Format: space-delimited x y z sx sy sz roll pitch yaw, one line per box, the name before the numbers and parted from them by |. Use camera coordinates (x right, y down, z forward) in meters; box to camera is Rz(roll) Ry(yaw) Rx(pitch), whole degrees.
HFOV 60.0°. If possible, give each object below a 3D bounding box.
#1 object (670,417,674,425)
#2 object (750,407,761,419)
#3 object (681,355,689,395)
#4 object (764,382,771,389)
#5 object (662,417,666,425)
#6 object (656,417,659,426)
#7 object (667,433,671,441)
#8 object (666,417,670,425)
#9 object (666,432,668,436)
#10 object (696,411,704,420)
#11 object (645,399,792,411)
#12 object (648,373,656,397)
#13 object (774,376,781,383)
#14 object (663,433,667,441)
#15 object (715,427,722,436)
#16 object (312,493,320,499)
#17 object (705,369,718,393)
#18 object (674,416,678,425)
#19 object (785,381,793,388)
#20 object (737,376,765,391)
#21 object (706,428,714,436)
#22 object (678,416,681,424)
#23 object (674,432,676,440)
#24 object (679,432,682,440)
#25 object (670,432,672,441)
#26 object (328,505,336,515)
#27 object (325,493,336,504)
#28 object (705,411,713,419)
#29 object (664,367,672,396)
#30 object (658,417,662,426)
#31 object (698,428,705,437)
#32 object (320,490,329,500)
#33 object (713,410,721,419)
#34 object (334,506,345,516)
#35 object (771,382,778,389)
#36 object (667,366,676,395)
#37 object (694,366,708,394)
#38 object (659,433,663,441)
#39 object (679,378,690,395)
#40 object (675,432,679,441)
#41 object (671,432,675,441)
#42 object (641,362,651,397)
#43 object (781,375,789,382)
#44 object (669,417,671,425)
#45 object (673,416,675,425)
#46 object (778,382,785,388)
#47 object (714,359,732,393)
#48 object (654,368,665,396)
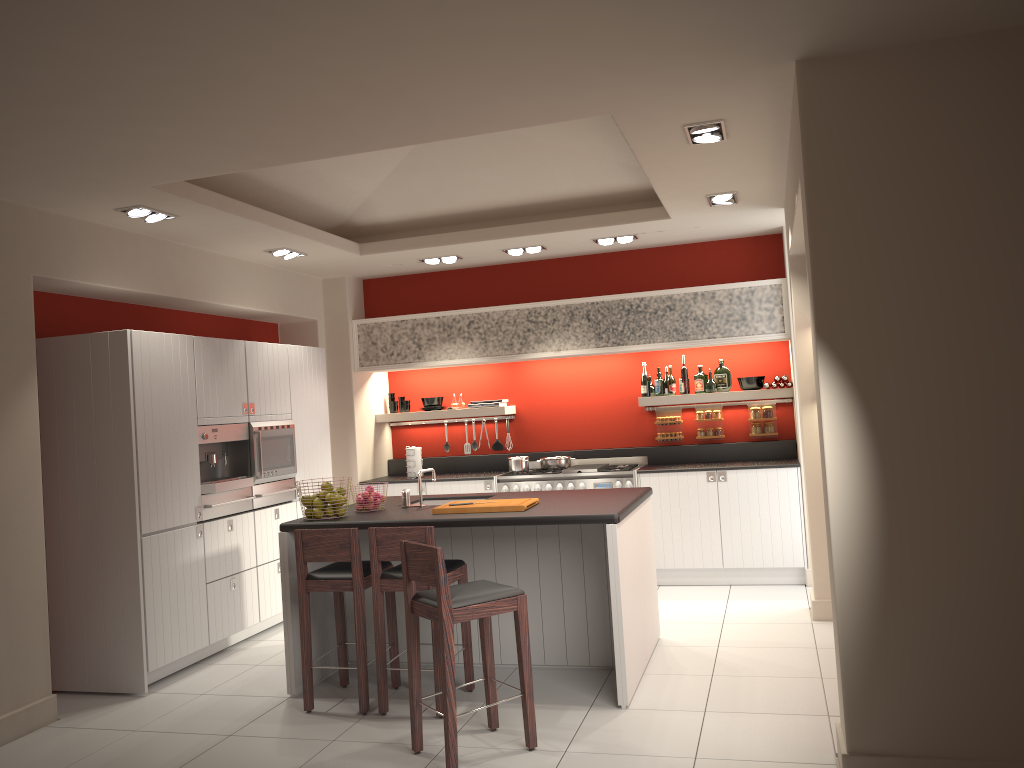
object | 1.510 0.346 8.364 0.034 0.078 0.034 -5 -2 37
object | 2.245 0.271 8.171 0.093 0.120 0.094 -5 -2 37
object | 1.607 -0.085 8.227 0.062 0.366 0.210 -4 -2 16
object | 2.302 0.017 7.996 0.062 0.062 0.366 -4 -2 16
object | 1.435 0.352 8.386 0.034 0.078 0.034 -5 -2 37
object | 1.392 0.356 8.439 0.034 0.078 0.034 -5 -2 37
object | 1.482 0.497 8.370 0.034 0.078 0.034 -5 -2 37
object | 1.473 0.349 8.375 0.034 0.078 0.034 -5 -2 37
object | 1.476 0.498 8.412 0.034 0.078 0.034 -5 -2 37
object | 1.764 0.298 8.315 0.068 0.088 0.068 -5 -2 37
object | 1.930 0.196 8.348 1.355 0.034 0.048 -4 -2 16
object | 1.319 0.009 8.454 0.113 0.226 0.113 -3 -2 -32
object | 2.395 -0.043 7.994 0.062 0.062 0.366 -4 -2 16
object | 1.445 0.500 8.381 0.034 0.078 0.034 -5 -2 37
object | 1.924 0.448 8.266 0.068 0.088 0.068 -5 -2 37
object | -1.207 0.704 5.474 0.057 0.061 0.062 -5 -2 31
object | 1.812 -0.032 8.087 0.113 0.226 0.113 -5 -2 27
object | 1.548 0.344 8.353 0.034 0.078 0.034 -5 -2 37
object | 2.483 0.005 7.946 0.061 0.061 0.366 -4 -2 16
object | 2.195 -0.004 8.126 0.251 0.121 0.251 -4 -2 -2
object | 1.849 0.453 8.288 0.068 0.088 0.068 -5 -2 37
object | 1.581 0.342 8.384 0.034 0.078 0.034 -5 -2 37
object | 1.553 0.493 8.390 0.034 0.078 0.034 -5 -2 37
object | 1.590 0.490 8.379 0.034 0.078 0.034 -5 -2 37
object | 1.515 0.496 8.401 0.034 0.078 0.034 -5 -2 37
object | -1.101 0.773 5.497 0.084 0.079 0.086 -3 -2 -29
object | -1.100 0.694 5.383 0.067 0.068 0.067 -3 -2 -21
object | 1.839 0.293 8.293 0.068 0.088 0.068 -5 -2 37
object | 1.472 -0.027 8.398 0.083 0.277 0.083 -4 -2 20
object | 1.398 0.354 8.397 0.034 0.078 0.034 -5 -2 37
object | 1.774 0.458 8.310 0.068 0.088 0.068 -5 -2 37
object | -1.148 0.681 5.422 0.057 0.061 0.062 -5 -2 31
object | 1.913 0.288 8.271 0.068 0.088 0.068 -5 -2 37
object | -1.053 0.776 5.424 0.068 0.068 0.068 -4 -2 27
object | 2.362 0.013 7.979 0.062 0.062 0.366 -4 -2 16
object | 1.490 -0.033 8.301 0.080 0.278 0.080 -4 -2 20
object | 1.756 -0.041 8.234 0.071 0.260 0.112 -2 -2 -45
object | 1.407 0.502 8.392 0.034 0.078 0.034 -5 -2 37
object | 1.616 -0.031 8.321 0.094 0.263 0.094 -3 -2 -18
object | 1.557 0.492 8.348 0.034 0.078 0.034 -5 -2 37
object | 1.520 0.494 8.359 0.034 0.078 0.034 -5 -2 37
object | 1.244 -0.042 8.284 0.083 0.331 0.083 -3 -2 -13
object | 2.449 -0.047 7.954 0.062 0.062 0.366 -4 -2 16
object | 1.506 0.348 8.405 0.034 0.078 0.034 -5 -2 37
object | 1.543 0.345 8.395 0.034 0.078 0.034 -5 -2 37
object | 2.429 0.009 7.982 0.061 0.061 0.366 -4 -2 16
object | 1.941 -0.075 8.191 0.057 0.303 0.186 -2 -2 -44
object | 1.369 -0.019 8.225 0.094 0.264 0.094 -4 -2 5
